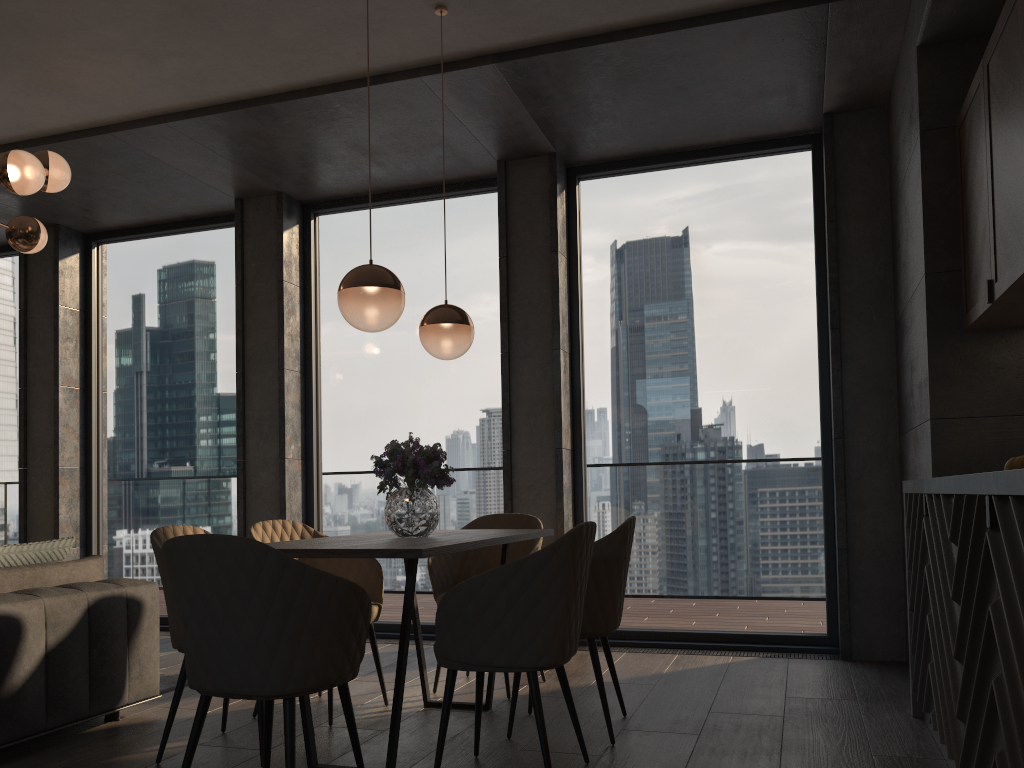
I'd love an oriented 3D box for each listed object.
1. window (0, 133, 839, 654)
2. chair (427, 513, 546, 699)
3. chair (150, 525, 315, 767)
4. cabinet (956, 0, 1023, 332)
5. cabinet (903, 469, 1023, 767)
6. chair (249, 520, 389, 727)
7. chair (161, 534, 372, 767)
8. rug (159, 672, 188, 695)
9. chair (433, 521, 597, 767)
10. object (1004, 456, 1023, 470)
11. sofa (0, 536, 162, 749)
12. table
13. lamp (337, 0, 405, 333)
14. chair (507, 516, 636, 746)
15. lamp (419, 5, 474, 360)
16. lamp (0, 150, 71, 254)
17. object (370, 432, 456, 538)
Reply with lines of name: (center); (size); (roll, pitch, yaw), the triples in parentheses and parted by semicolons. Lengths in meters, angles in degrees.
window: (-1.612, 0.245, 6.227); (7.272, 2.989, 0.200); (-3, -3, 18)
chair: (-0.110, 1.054, 4.306); (0.556, 0.833, 0.512); (-3, -4, 22)
chair: (-1.038, 0.943, 3.296); (0.510, 0.832, 0.558); (-2, -4, 12)
cabinet: (1.457, -0.849, 1.937); (0.370, 0.860, 3.413); (-2, -7, 18)
cabinet: (1.376, 0.660, 1.919); (0.601, 0.944, 3.412); (-2, -7, 18)
chair: (-0.851, 1.013, 3.878); (0.511, 0.832, 0.557); (-3, -4, 27)
chair: (-0.709, 0.843, 2.571); (0.556, 0.833, 0.512); (-3, -4, 22)
rug: (-3.343, 1.528, 4.299); (3.146, 0.020, 1.740); (-3, -8, 18)
chair: (0.018, 0.871, 2.893); (0.511, 0.832, 0.557); (-2, -4, 17)
object: (1.429, 0.207, 2.287); (0.071, 0.054, 0.303); (2, -8, -31)
sofa: (-3.208, 1.023, 3.400); (2.913, 0.780, 2.035); (-3, -7, 18)
table: (-0.397, 0.981, 3.434); (0.769, 0.765, 1.475); (-3, -6, 18)
lamp: (-0.512, -0.952, 3.165); (0.239, 1.538, 0.240); (-1, -2, -6)
chair: (0.241, 0.944, 3.503); (0.510, 0.832, 0.558); (-2, -4, 12)
lamp: (-0.294, -0.871, 3.831); (0.239, 1.538, 0.239); (-2, -2, 24)
lamp: (-2.577, -1.065, 3.940); (1.014, 1.033, 1.474); (-1, -6, -6)
object: (-0.383, 0.392, 3.435); (0.328, 0.407, 0.300); (0, -4, -12)
